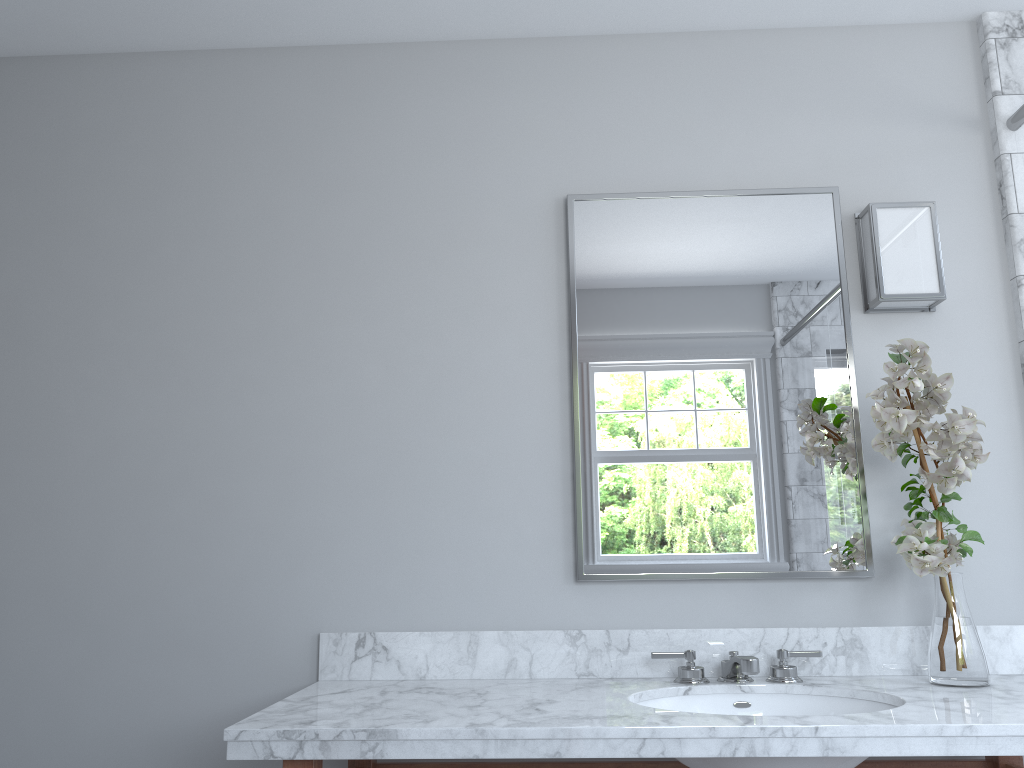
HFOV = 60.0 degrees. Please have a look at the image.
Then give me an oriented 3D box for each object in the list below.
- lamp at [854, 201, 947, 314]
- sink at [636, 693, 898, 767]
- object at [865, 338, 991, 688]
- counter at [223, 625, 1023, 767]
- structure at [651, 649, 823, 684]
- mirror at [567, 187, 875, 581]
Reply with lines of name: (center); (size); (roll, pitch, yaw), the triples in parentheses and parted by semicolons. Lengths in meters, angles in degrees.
lamp: (0.967, -0.318, 2.207); (0.175, 0.266, 0.091); (-1, -11, 2)
sink: (0.482, 0.769, 1.721); (0.494, 0.270, 0.517); (8, -15, -38)
object: (0.896, 0.279, 1.885); (0.225, 0.706, 0.374); (-8, -14, 32)
counter: (0.364, 0.997, 1.687); (1.657, 0.983, 0.638); (-1, -11, 2)
structure: (0.503, 0.630, 1.985); (0.295, 0.069, 0.256); (8, -15, -37)
mirror: (0.496, -0.016, 2.197); (0.694, 0.977, 0.030); (-1, -11, 2)
